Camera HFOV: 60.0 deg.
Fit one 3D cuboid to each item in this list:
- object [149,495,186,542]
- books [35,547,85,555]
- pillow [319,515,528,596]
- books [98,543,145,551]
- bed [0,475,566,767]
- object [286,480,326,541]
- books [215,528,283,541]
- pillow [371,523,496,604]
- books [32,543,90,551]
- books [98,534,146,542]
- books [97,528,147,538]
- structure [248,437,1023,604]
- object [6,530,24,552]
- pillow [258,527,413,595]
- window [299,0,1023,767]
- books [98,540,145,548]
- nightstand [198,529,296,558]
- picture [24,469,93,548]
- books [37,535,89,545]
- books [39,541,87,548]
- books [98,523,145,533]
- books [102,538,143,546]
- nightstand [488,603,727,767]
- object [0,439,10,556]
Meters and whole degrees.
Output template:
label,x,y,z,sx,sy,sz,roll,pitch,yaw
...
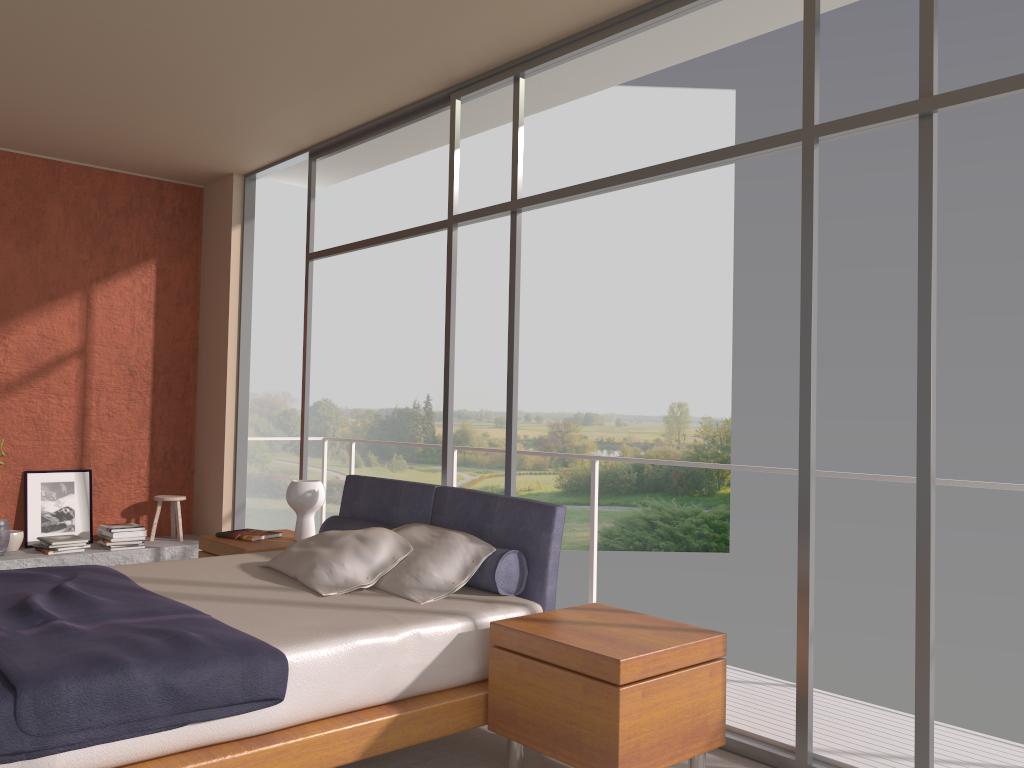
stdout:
label,x,y,z,sx,sy,sz,roll,pitch,yaw
object,-2.674,1.054,6.955,0.260,0.349,0.257,1,-2,18
books,-3.221,1.177,6.320,0.247,0.025,0.287,3,-3,-45
pillow,-0.472,0.792,4.213,0.205,0.201,1.470,3,-3,-41
books,-2.894,1.197,6.573,0.247,0.018,0.328,3,-2,-40
bed,-1.257,0.930,3.533,2.462,0.959,2.017,3,-3,-41
object,-1.185,0.726,5.096,0.224,0.338,0.224,2,-2,-30
books,-1.534,0.880,5.178,0.287,0.025,0.247,0,-2,29
pillow,-0.441,0.772,3.875,0.400,0.265,0.791,3,-2,-39
books,-3.216,1.155,6.336,0.328,0.018,0.247,0,-2,33
books,-2.892,1.131,6.575,0.247,0.027,0.328,3,-2,-40
books,-2.891,1.098,6.576,0.247,0.038,0.319,3,-3,-44
structure,0.684,0.898,4.386,0.728,1.005,7.689,3,-3,-41
object,-3.556,1.113,6.270,0.179,0.137,0.180,2,-2,-29
pillow,-0.817,0.778,4.021,0.431,0.264,0.869,3,-2,-34
window,0.533,-0.102,4.008,0.075,3.133,6.106,3,-3,-41
books,-2.897,1.179,6.578,0.247,0.018,0.287,3,-3,-42
nightstand,-1.419,1.172,5.126,0.562,0.556,0.628,3,-3,-41
picture,-3.360,0.918,6.582,0.458,0.550,0.117,3,-3,-41
books,-3.207,1.112,6.331,0.247,0.018,0.328,3,-3,-44
books,-3.203,1.133,6.328,0.247,0.025,0.287,3,-2,-39
books,-2.895,1.067,6.582,0.247,0.025,0.287,3,-3,-42
books,-2.883,1.158,6.557,0.247,0.025,0.287,2,-2,-31
nightstand,0.331,1.145,3.149,0.562,0.556,0.628,3,-3,-41
object,-3.523,0.771,6.077,0.165,0.810,0.165,2,-2,-18
